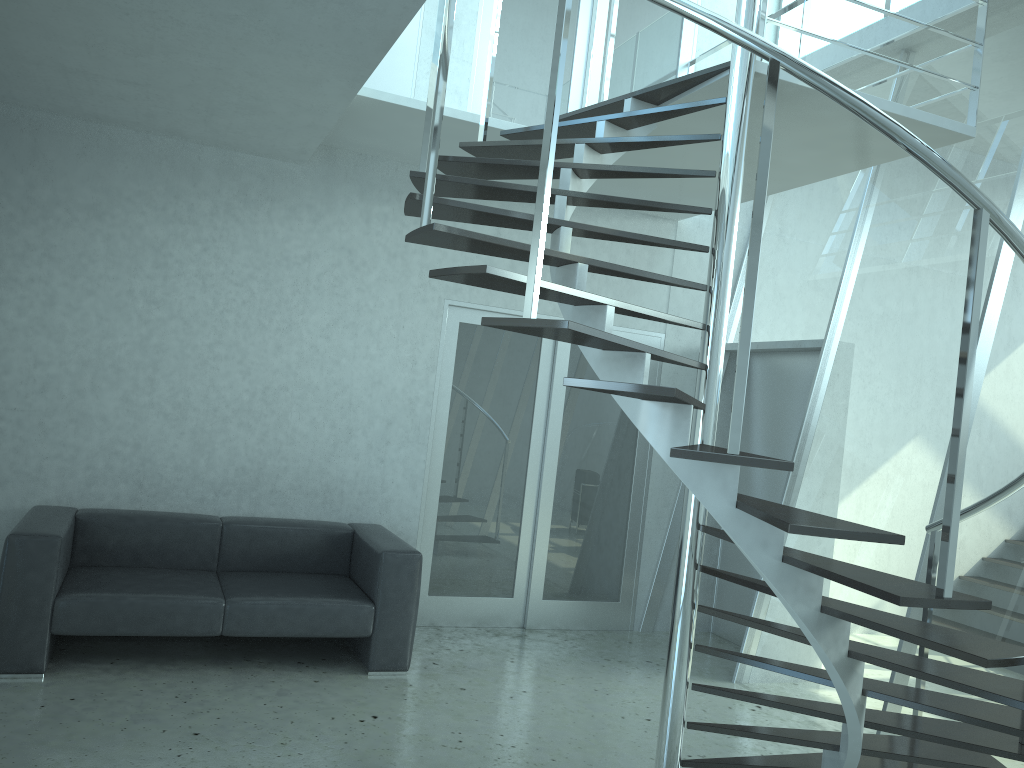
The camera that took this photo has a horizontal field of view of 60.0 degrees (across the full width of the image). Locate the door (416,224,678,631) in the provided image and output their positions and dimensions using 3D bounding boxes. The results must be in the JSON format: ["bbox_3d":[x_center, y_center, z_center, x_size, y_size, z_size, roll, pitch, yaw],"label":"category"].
[{"bbox_3d":[0.546,0.322,6.693,1.162,3.200,2.576,6,-2,26],"label":"door"}]

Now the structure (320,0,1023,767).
[{"bbox_3d":[0.581,-0.424,4.119,2.655,4.156,3.780,7,-2,-22],"label":"structure"}]

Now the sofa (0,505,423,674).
[{"bbox_3d":[-1.583,1.090,4.789,2.025,0.652,0.943,7,-2,-22],"label":"sofa"}]
